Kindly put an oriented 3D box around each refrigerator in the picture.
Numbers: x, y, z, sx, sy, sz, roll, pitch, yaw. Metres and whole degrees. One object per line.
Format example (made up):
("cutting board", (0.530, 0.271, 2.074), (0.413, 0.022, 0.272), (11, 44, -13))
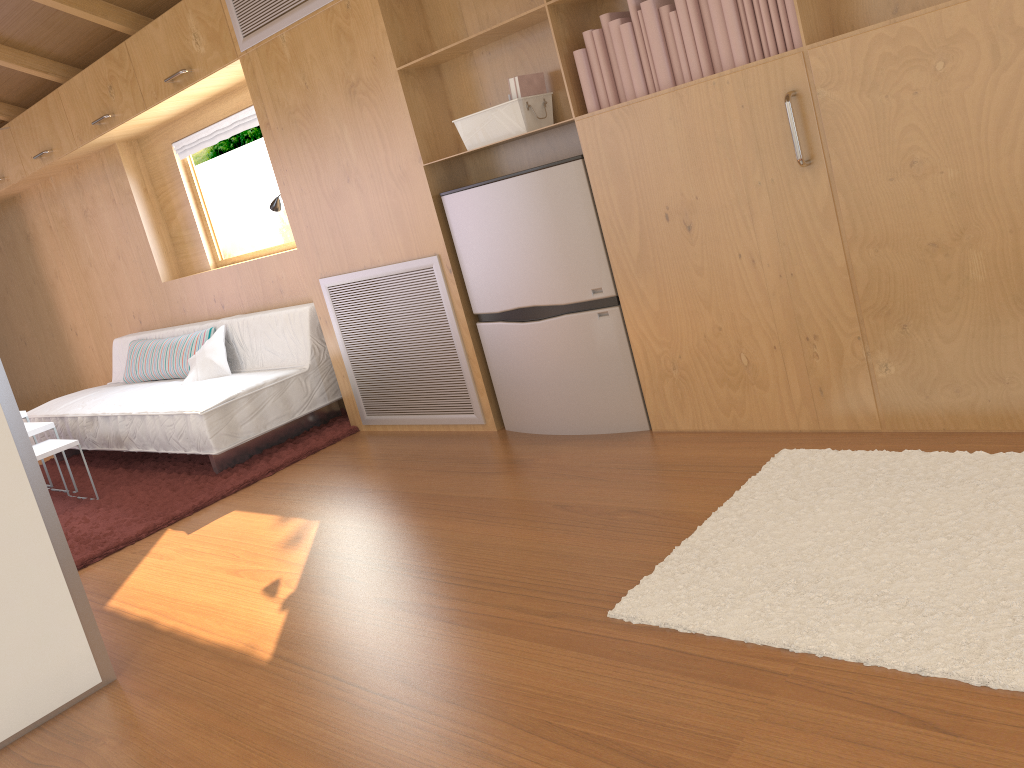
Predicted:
("refrigerator", (0.151, -0.317, 3.333), (0.710, 0.975, 0.266), (-5, 13, 44))

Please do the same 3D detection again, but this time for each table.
("table", (-2.871, 0.440, 4.735), (0.522, 0.433, 0.493), (-5, 15, 43))
("table", (-2.229, 0.471, 4.156), (0.368, 0.305, 0.347), (-5, 15, 43))
("table", (-2.529, 0.450, 4.424), (0.457, 0.379, 0.431), (-5, 15, 43))

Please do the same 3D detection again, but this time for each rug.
("rug", (-2.063, 0.495, 4.613), (2.470, 0.020, 1.918), (-3, 18, 43))
("rug", (1.853, 0.292, 1.001), (3.706, 0.011, 0.932), (-3, 18, 43))

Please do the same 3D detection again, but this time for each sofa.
("sofa", (-1.932, 0.049, 4.966), (2.345, 0.621, 0.877), (-3, 17, 43))

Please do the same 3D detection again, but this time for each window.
("window", (-1.370, -1.122, 4.912), (1.490, 0.781, 0.036), (-4, 14, 43))

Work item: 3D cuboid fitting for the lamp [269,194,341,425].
("lamp", (-0.958, -0.379, 4.357), (0.253, 1.183, 0.185), (-12, 9, 20))

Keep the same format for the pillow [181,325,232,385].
("pillow", (-1.659, -0.153, 4.779), (0.344, 0.249, 0.271), (-14, 11, 8))

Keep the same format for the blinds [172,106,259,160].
("blinds", (-1.490, -1.425, 4.825), (1.491, 0.110, 0.048), (-3, 15, 43))

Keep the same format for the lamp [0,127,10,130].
("lamp", (-4.514, -0.978, 4.454), (0.072, 0.151, 3.894), (-6, 15, 43))

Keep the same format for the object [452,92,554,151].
("object", (-0.022, -0.959, 3.249), (0.348, 0.121, 0.206), (-3, 17, 43))

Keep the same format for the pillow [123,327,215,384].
("pillow", (-2.061, -0.156, 5.261), (1.037, 0.249, 0.174), (-3, 16, 43))

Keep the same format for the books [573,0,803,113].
("books", (1.346, -1.284, 1.863), (3.096, 0.650, 0.192), (-3, 15, 43))

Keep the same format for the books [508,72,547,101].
("books", (0.059, -1.004, 3.160), (0.088, 0.190, 0.152), (-6, 14, 43))

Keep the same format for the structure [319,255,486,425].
("structure", (-0.500, -0.161, 3.861), (0.816, 0.713, 0.013), (-4, 14, 44))

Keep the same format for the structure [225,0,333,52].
("structure", (-0.925, -1.648, 3.642), (0.899, 0.297, 0.013), (-3, 15, 43))
